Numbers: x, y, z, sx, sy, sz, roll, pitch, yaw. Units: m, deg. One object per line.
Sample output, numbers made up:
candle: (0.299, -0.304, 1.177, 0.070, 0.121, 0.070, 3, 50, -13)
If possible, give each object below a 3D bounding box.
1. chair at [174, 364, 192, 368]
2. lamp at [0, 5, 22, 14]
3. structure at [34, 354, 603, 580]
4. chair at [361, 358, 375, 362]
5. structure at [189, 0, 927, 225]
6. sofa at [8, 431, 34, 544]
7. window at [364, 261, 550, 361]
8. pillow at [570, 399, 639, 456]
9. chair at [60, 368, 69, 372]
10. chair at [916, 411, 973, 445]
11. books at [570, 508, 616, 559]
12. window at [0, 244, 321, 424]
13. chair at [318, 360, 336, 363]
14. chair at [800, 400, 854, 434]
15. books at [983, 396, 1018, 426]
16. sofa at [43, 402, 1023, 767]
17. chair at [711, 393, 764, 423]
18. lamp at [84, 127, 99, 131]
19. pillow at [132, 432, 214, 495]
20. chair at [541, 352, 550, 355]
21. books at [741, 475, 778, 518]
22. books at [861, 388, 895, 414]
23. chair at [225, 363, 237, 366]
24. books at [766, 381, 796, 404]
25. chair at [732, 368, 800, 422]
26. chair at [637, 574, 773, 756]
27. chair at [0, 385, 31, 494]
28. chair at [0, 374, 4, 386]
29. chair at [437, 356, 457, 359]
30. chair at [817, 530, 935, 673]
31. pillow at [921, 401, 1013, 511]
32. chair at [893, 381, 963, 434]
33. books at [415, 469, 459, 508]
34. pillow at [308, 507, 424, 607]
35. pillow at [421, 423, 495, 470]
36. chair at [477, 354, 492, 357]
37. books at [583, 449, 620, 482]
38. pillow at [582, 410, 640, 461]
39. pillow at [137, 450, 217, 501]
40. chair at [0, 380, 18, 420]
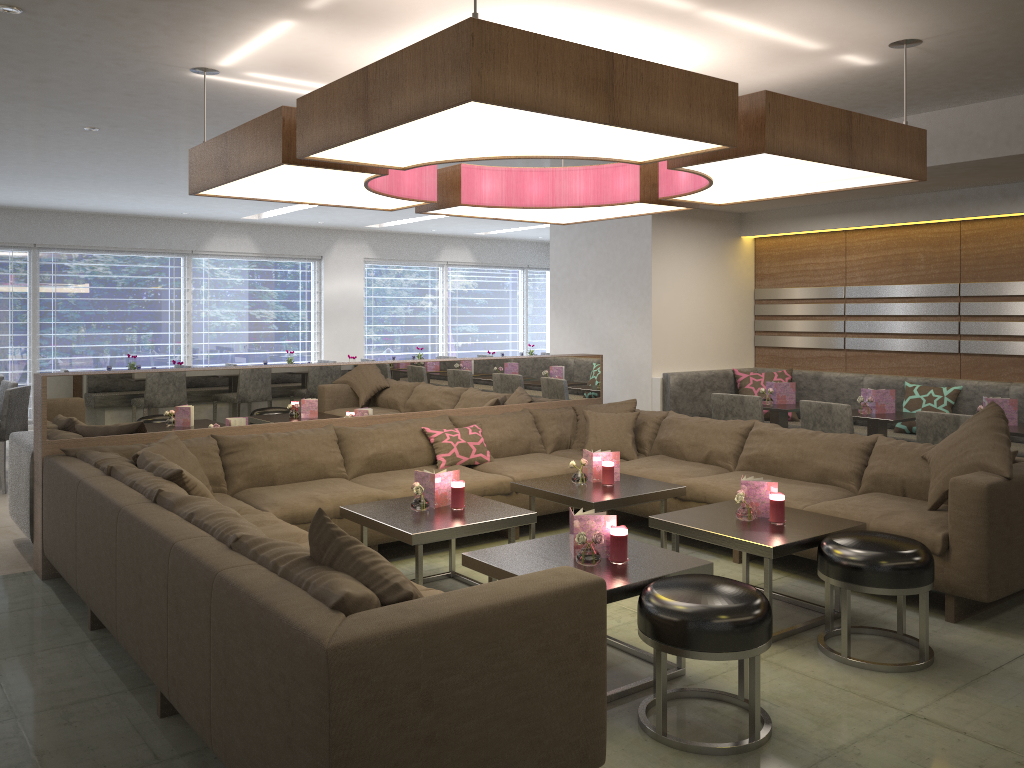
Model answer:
chair: (-3.731, 0.188, 9.436, 0.492, 0.762, 0.477, -1, 2, -42)
lamp: (-1.959, -1.459, 3.446, 0.089, 0.007, 0.089, 1, 5, 8)
structure: (-0.884, 0.367, 5.583, 3.776, 1.007, 0.224, -3, 2, -37)
chair: (-1.595, 0.060, 11.054, 0.492, 0.762, 0.477, -1, 2, -32)
structure: (0.113, -1.217, 4.105, 2.444, 0.618, 2.450, -3, 5, -37)
sofa: (-1.204, 0.526, 5.995, 3.801, 0.627, 0.837, -3, 4, -37)
window: (-0.767, -0.867, 13.872, 3.662, 2.071, 0.159, -3, 2, -37)
pillow: (0.625, 0.295, 5.965, 0.526, 0.394, 0.292, 1, 2, 22)
chair: (-4.301, 0.223, 8.991, 0.492, 0.762, 0.477, -1, 2, -32)
chair: (2.609, 0.534, 5.036, 0.492, 0.762, 0.477, -1, 2, -35)
books: (0.303, 0.560, 3.326, 0.157, 0.164, 0.143, 0, 2, -2)
window: (-5.539, -0.581, 10.235, 7.108, 2.071, 0.159, -3, 2, -37)
chair: (-2.385, 0.107, 10.462, 0.492, 0.762, 0.477, -1, 2, -42)
chair: (2.150, 0.486, 5.649, 0.492, 0.762, 0.477, -1, 1, -31)
books: (2.928, 0.163, 5.305, 0.157, 0.164, 0.143, 1, 2, 18)
sofa: (0.149, 0.643, 4.211, 3.769, 0.675, 3.185, -3, 5, -37)
chair: (1.695, 0.440, 6.224, 0.477, 0.762, 0.492, 1, 2, 45)
lamp: (-2.697, -1.634, 5.669, 0.089, 0.007, 0.089, 1, 5, 8)
pillow: (-1.622, 0.438, 4.256, 0.297, 0.356, 0.504, 0, 3, -5)
chair: (0.392, -0.060, 12.578, 0.492, 0.762, 0.477, -1, 2, -42)
books: (1.116, 0.508, 3.984, 0.157, 0.164, 0.143, 1, 2, 18)
books: (2.454, 0.114, 5.927, 0.157, 0.164, 0.143, -1, 2, -17)
chair: (-2.955, 0.142, 10.017, 0.492, 0.762, 0.477, -1, 2, -32)
books: (1.987, 0.066, 6.540, 0.157, 0.164, 0.143, -1, 2, -17)
chair: (2.051, 0.089, 7.156, 0.491, 0.427, 0.296, 0, 1, 6)
chair: (0.615, 0.862, 2.835, 0.423, 0.450, 0.423, -2, 3, -41)
chair: (-3.952, 0.407, 6.652, 0.492, 0.762, 0.477, 0, 1, -7)
chair: (-4.835, 0.308, 7.909, 0.492, 0.762, 0.477, -1, 2, -32)
chair: (-1.024, 0.025, 11.499, 0.492, 0.762, 0.477, -1, 2, -42)
chair: (1.411, 0.814, 3.441, 0.423, 0.450, 0.423, 1, 3, 34)
pillow: (2.092, 0.333, 4.040, 0.299, 0.512, 0.622, 0, 3, -24)
chair: (2.937, 0.192, 6.253, 0.219, 0.395, 0.427, -1, 2, -37)
books: (-0.336, 0.494, 4.165, 0.258, 0.164, 0.143, 1, 2, 17)
pillow: (-0.380, 0.527, 2.402, 0.532, 0.404, 0.279, 3, 3, 41)
pillow: (-0.320, 0.377, 5.396, 0.464, 0.252, 0.180, -3, 3, -42)
chair: (-0.179, -0.025, 12.133, 0.492, 0.762, 0.477, -1, 2, -32)
books: (0.486, 0.443, 4.814, 0.157, 0.164, 0.143, -1, 2, -17)
pillow: (0.644, 0.341, 5.756, 0.380, 0.322, 0.235, 0, 2, 8)
pillow: (-1.414, 0.471, 3.803, 0.312, 0.339, 0.495, -2, 4, -43)
chair: (-4.293, 0.370, 7.113, 0.492, 0.762, 0.477, -1, 2, -42)
